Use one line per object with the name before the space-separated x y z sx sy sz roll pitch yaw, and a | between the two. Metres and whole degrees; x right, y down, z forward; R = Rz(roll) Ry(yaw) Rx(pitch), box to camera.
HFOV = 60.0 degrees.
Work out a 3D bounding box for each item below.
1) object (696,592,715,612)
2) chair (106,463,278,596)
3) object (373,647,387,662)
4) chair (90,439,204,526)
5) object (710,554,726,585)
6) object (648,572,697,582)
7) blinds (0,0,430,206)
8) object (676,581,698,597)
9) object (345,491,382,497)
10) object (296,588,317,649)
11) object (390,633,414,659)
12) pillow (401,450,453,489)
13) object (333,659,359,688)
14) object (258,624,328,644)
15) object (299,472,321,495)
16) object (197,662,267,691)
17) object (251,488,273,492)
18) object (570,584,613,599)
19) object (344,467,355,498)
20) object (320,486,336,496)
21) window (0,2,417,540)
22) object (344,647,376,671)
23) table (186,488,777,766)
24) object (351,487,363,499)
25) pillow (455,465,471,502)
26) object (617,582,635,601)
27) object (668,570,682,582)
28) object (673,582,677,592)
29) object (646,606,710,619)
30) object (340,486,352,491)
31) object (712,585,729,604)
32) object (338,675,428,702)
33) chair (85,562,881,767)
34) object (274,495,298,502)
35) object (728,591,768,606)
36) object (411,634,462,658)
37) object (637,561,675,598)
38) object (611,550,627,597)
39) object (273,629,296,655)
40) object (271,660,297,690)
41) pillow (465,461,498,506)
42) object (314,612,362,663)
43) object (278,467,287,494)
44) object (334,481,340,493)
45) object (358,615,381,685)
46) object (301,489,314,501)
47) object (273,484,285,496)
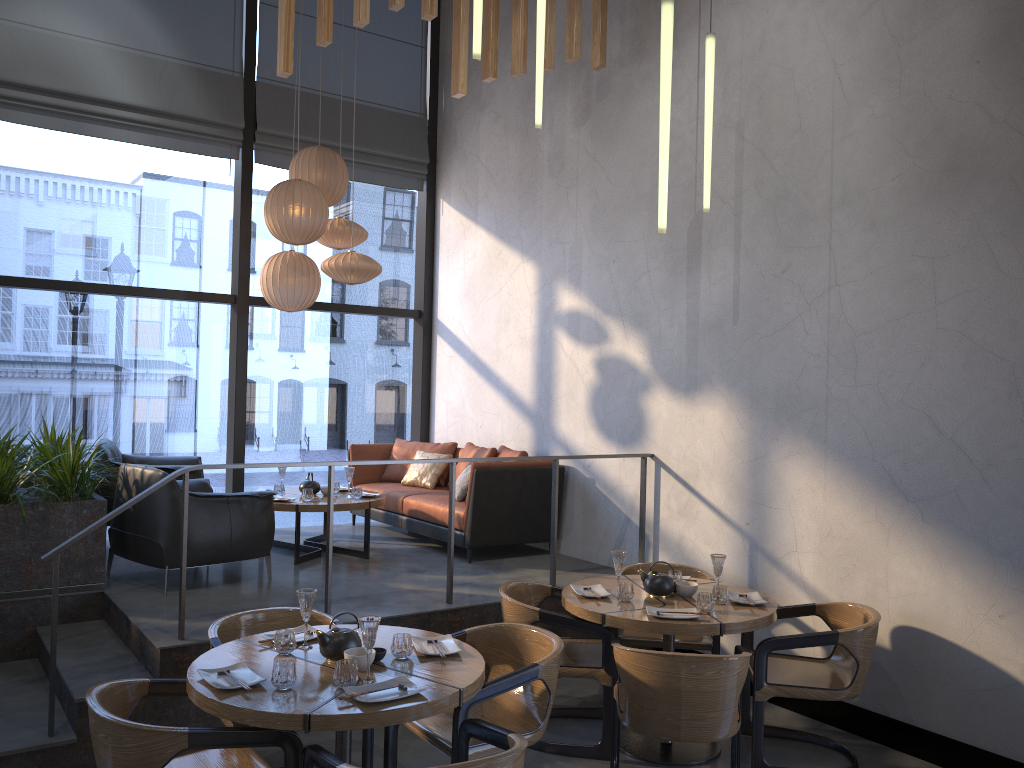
object | 0.938 1.061 4.308 0.086 0.086 0.086 1 -1 27
chair | -2.088 0.883 5.754 1.030 0.743 0.833 1 -1 41
object | -0.519 1.037 3.384 0.080 0.042 0.080 1 -1 19
chair | -2.767 0.798 6.774 0.833 0.743 1.030 2 -1 -20
object | 1.061 0.996 4.571 0.082 0.227 0.082 2 -1 -12
object | 0.894 1.097 4.991 0.294 0.025 0.170 1 -1 26
blinds | -6.455 -3.112 0.690 8.760 2.314 17.610 1 -1 9
object | 0.911 1.074 4.624 0.116 0.065 0.116 2 -1 -9
object | -1.119 0.850 6.799 0.294 0.025 0.170 1 -1 36
object | -0.822 0.938 3.539 0.082 0.227 0.082 2 -1 -14
object | -0.426 1.018 3.437 0.086 0.086 0.086 2 -1 -32
pillow | -0.762 0.753 7.839 0.393 0.311 0.289 1 -1 36
object | -0.577 1.010 3.086 0.086 0.086 0.086 2 -1 -10
object | -0.911 1.038 3.641 0.170 0.025 0.294 1 -1 40
object | -1.555 0.761 6.817 0.168 0.179 0.163 1 -1 21
object | -0.971 1.031 3.095 0.170 0.025 0.294 2 -1 -37
object | -1.904 0.830 6.848 0.170 0.025 0.294 1 -1 1
object | 0.415 1.081 4.596 0.170 0.025 0.294 2 -1 -9
object | -1.231 0.744 6.706 0.082 0.227 0.082 1 -1 8
object | -1.410 0.822 6.788 0.116 0.065 0.116 2 -1 -5
window | -2.176 -1.211 0.149 12.739 5.897 12.900 2 -1 -35
object | -0.565 1.024 3.285 0.116 0.065 0.116 1 -1 34
table | -3.279 1.245 2.100 10.659 0.968 6.876 2 -1 -34
object | -1.164 0.816 6.654 0.086 0.086 0.086 2 -1 -31
pillow | -0.368 0.782 7.024 0.203 0.263 0.332 2 -1 -15
object | 0.576 1.053 4.492 0.086 0.086 0.086 2 -1 -12
object | 0.886 1.064 4.829 0.086 0.086 0.086 2 -1 -41
object | 0.866 1.085 4.724 0.080 0.042 0.080 1 -1 38
object | 0.788 1.087 4.193 0.294 0.025 0.170 1 -1 3
object | -1.363 0.847 7.152 0.294 0.025 0.170 1 -1 36
object | 1.053 1.065 4.485 0.086 0.086 0.086 1 -1 31
object | -0.452 1.044 3.000 0.294 0.025 0.170 2 -1 -38
chair | -1.832 1.378 1.212 9.749 0.759 4.352 2 -1 -33
object | -1.671 0.832 6.417 0.294 0.025 0.170 1 -1 36
object | 1.200 1.100 4.523 0.170 0.025 0.294 1 -1 3
object | -0.299 1.053 3.537 0.170 0.025 0.294 2 -1 -15
object | 0.765 1.013 4.626 0.168 0.179 0.163 2 -1 -31
object | 0.552 0.983 4.595 0.082 0.227 0.082 1 -1 27
object | -0.884 1.006 3.452 0.086 0.086 0.086 1 -1 37
object | -0.786 1.005 3.057 0.086 0.086 0.086 2 -1 -9
pillow | -0.214 0.752 6.786 0.242 0.345 0.418 1 -1 6
object | -0.659 0.965 3.399 0.168 0.179 0.163 1 -1 3
object | -1.769 0.732 6.823 0.082 0.227 0.082 1 -1 37
object | -1.399 0.814 6.994 0.086 0.086 0.086 2 -1 -31
object | -0.507 0.942 3.139 0.082 0.227 0.082 1 -1 25
object | -1.483 0.806 6.434 0.086 0.086 0.086 2 -1 -31
object | -1.764 0.802 6.717 0.086 0.086 0.086 1 -1 3
